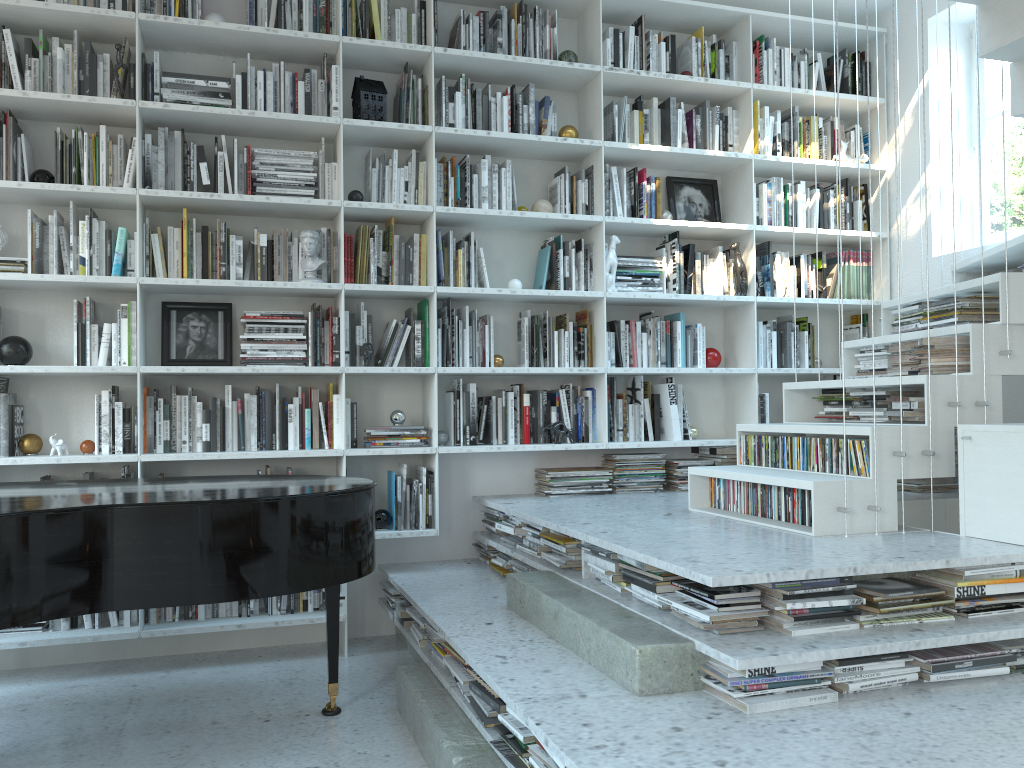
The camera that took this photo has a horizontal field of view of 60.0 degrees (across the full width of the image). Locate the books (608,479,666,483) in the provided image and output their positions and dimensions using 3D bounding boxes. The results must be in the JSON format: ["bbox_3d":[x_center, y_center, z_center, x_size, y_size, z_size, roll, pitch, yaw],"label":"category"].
[{"bbox_3d":[0.625,0.493,4.558,0.285,0.007,0.159,0,-2,-16],"label":"books"}]

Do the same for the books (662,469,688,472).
[{"bbox_3d":[0.977,0.448,4.671,0.327,0.008,0.207,0,-2,-16],"label":"books"}]

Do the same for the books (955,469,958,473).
[{"bbox_3d":[2.020,0.422,4.331,0.233,0.015,0.169,0,-2,-13],"label":"books"}]

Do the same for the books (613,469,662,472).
[{"bbox_3d":[0.620,0.439,4.562,0.254,0.006,0.161,0,-2,-18],"label":"books"}]

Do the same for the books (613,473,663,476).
[{"bbox_3d":[0.624,0.459,4.560,0.254,0.007,0.161,0,-2,-17],"label":"books"}]

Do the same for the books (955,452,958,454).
[{"bbox_3d":[2.030,0.334,4.329,0.210,0.009,0.160,0,-2,-17],"label":"books"}]

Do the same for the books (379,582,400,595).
[{"bbox_3d":[-0.487,0.930,4.066,0.191,0.013,0.243,0,-2,-22],"label":"books"}]

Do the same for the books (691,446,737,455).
[{"bbox_3d":[1.099,0.348,4.671,0.204,0.035,0.267,0,-2,-17],"label":"books"}]

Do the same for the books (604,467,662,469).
[{"bbox_3d":[0.621,0.428,4.560,0.254,0.006,0.161,0,-2,-19],"label":"books"}]

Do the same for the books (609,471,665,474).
[{"bbox_3d":[0.623,0.452,4.561,0.285,0.007,0.159,0,-2,-17],"label":"books"}]

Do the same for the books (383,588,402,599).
[{"bbox_3d":[-0.479,0.954,4.068,0.188,0.009,0.211,0,-2,-19],"label":"books"}]

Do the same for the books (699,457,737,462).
[{"bbox_3d":[1.115,0.394,4.675,0.165,0.015,0.243,0,-2,-15],"label":"books"}]

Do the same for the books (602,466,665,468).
[{"bbox_3d":[0.620,0.422,4.560,0.285,0.005,0.159,0,-2,-17],"label":"books"}]

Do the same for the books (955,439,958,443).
[{"bbox_3d":[2.031,0.277,4.323,0.239,0.017,0.149,0,-2,-18],"label":"books"}]

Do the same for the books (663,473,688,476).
[{"bbox_3d":[0.976,0.471,4.673,0.327,0.008,0.207,0,-2,-17],"label":"books"}]

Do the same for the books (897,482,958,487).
[{"bbox_3d":[2.025,0.485,4.315,0.259,0.009,0.152,0,-2,-17],"label":"books"}]

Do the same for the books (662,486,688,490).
[{"bbox_3d":[0.981,0.538,4.664,0.327,0.008,0.207,0,-2,-22],"label":"books"}]

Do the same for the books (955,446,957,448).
[{"bbox_3d":[2.024,0.307,4.345,0.215,0.013,0.189,0,-2,-20],"label":"books"}]

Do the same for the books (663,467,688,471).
[{"bbox_3d":[0.976,0.440,4.674,0.367,0.007,0.206,0,-2,-19],"label":"books"}]

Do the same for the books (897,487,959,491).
[{"bbox_3d":[2.025,0.505,4.316,0.243,0.008,0.147,0,-2,-21],"label":"books"}]

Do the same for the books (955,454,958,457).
[{"bbox_3d":[2.028,0.346,4.333,0.212,0.014,0.169,0,-2,-17],"label":"books"}]

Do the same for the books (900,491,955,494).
[{"bbox_3d":[2.028,0.530,4.307,0.230,0.020,0.142,0,-2,-18],"label":"books"}]

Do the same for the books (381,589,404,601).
[{"bbox_3d":[-0.481,0.964,4.067,0.177,0.012,0.278,0,-2,-22],"label":"books"}]

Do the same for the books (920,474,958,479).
[{"bbox_3d":[2.024,0.444,4.318,0.232,0.017,0.163,0,-2,-18],"label":"books"}]

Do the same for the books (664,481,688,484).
[{"bbox_3d":[0.977,0.508,4.672,0.327,0.008,0.207,0,-2,-19],"label":"books"}]

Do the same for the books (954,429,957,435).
[{"bbox_3d":[2.023,0.237,4.347,0.228,0.029,0.179,0,-2,-23],"label":"books"}]

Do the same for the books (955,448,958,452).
[{"bbox_3d":[2.028,0.321,4.334,0.286,0.017,0.171,0,-2,-18],"label":"books"}]

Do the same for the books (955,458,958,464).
[{"bbox_3d":[2.019,0.373,4.332,0.254,0.027,0.188,0,-2,-18],"label":"books"}]

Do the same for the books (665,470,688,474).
[{"bbox_3d":[0.978,0.455,4.668,0.327,0.008,0.207,0,-2,-21],"label":"books"}]

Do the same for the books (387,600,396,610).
[{"bbox_3d":[-0.468,1.012,4.070,0.171,0.016,0.241,0,-2,-18],"label":"books"}]

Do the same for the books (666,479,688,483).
[{"bbox_3d":[0.979,0.501,4.667,0.367,0.007,0.206,0,-2,-21],"label":"books"}]

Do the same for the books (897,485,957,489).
[{"bbox_3d":[2.023,0.496,4.323,0.224,0.012,0.160,0,-2,-14],"label":"books"}]

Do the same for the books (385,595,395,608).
[{"bbox_3d":[-0.479,0.989,4.067,0.179,0.012,0.261,0,-2,-15],"label":"books"}]

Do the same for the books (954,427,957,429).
[{"bbox_3d":[2.030,0.217,4.324,0.247,0.010,0.146,0,-2,-19],"label":"books"}]

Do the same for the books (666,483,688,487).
[{"bbox_3d":[0.978,0.524,4.673,0.367,0.007,0.206,0,-2,-17],"label":"books"}]

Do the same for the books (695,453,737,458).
[{"bbox_3d":[1.114,0.376,4.675,0.159,0.012,0.285,0,-2,-22],"label":"books"}]

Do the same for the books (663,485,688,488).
[{"bbox_3d":[0.980,0.531,4.667,0.327,0.008,0.207,0,-2,-15],"label":"books"}]

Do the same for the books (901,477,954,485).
[{"bbox_3d":[2.024,0.466,4.319,0.179,0.029,0.152,0,-2,-22],"label":"books"}]

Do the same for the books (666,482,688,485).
[{"bbox_3d":[0.976,0.516,4.675,0.327,0.008,0.207,0,-2,-18],"label":"books"}]

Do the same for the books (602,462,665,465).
[{"bbox_3d":[0.622,0.406,4.554,0.285,0.005,0.159,0,-2,-22],"label":"books"}]

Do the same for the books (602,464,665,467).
[{"bbox_3d":[0.620,0.417,4.561,0.285,0.005,0.159,0,-2,-19],"label":"books"}]

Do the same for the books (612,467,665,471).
[{"bbox_3d":[0.621,0.433,4.558,0.285,0.005,0.159,0,-2,-20],"label":"books"}]

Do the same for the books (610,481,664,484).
[{"bbox_3d":[0.627,0.500,4.554,0.254,0.007,0.161,0,-2,-22],"label":"books"}]

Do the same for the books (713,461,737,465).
[{"bbox_3d":[1.109,0.411,4.673,0.173,0.019,0.196,0,-2,-13],"label":"books"}]

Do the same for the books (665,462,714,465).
[{"bbox_3d":[0.979,0.409,4.663,0.367,0.007,0.206,0,-2,-23],"label":"books"}]

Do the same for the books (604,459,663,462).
[{"bbox_3d":[0.626,0.390,4.553,0.254,0.006,0.161,0,-2,-23],"label":"books"}]

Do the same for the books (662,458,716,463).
[{"bbox_3d":[0.976,0.401,4.672,0.367,0.007,0.206,0,-2,-16],"label":"books"}]

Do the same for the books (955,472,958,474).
[{"bbox_3d":[2.020,0.433,4.331,0.262,0.006,0.184,0,-2,-17],"label":"books"}]

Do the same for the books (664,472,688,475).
[{"bbox_3d":[0.978,0.463,4.668,0.367,0.007,0.206,0,-2,-15],"label":"books"}]

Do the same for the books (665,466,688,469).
[{"bbox_3d":[0.979,0.432,4.663,0.327,0.008,0.207,0,-2,-13],"label":"books"}]

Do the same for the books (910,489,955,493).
[{"bbox_3d":[2.035,0.514,4.286,0.190,0.011,0.091,0,-2,-20],"label":"books"}]

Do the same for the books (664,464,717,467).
[{"bbox_3d":[0.976,0.424,4.671,0.327,0.008,0.207,0,-2,-16],"label":"books"}]

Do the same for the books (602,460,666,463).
[{"bbox_3d":[0.624,0.395,4.557,0.285,0.005,0.159,0,-2,-21],"label":"books"}]

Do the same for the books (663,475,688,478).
[{"bbox_3d":[0.976,0.478,4.673,0.367,0.007,0.206,0,-2,-17],"label":"books"}]

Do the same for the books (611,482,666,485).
[{"bbox_3d":[0.628,0.507,4.551,0.285,0.007,0.159,0,-2,-13],"label":"books"}]

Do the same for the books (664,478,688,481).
[{"bbox_3d":[0.978,0.493,4.670,0.327,0.008,0.207,0,-2,-16],"label":"books"}]

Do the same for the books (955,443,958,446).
[{"bbox_3d":[2.026,0.293,4.339,0.290,0.014,0.174,0,-2,-16],"label":"books"}]

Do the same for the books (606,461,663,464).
[{"bbox_3d":[0.625,0.401,4.555,0.254,0.006,0.161,0,-2,-14],"label":"books"}]

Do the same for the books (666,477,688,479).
[{"bbox_3d":[0.978,0.485,4.670,0.327,0.008,0.207,0,-2,-20],"label":"books"}]
